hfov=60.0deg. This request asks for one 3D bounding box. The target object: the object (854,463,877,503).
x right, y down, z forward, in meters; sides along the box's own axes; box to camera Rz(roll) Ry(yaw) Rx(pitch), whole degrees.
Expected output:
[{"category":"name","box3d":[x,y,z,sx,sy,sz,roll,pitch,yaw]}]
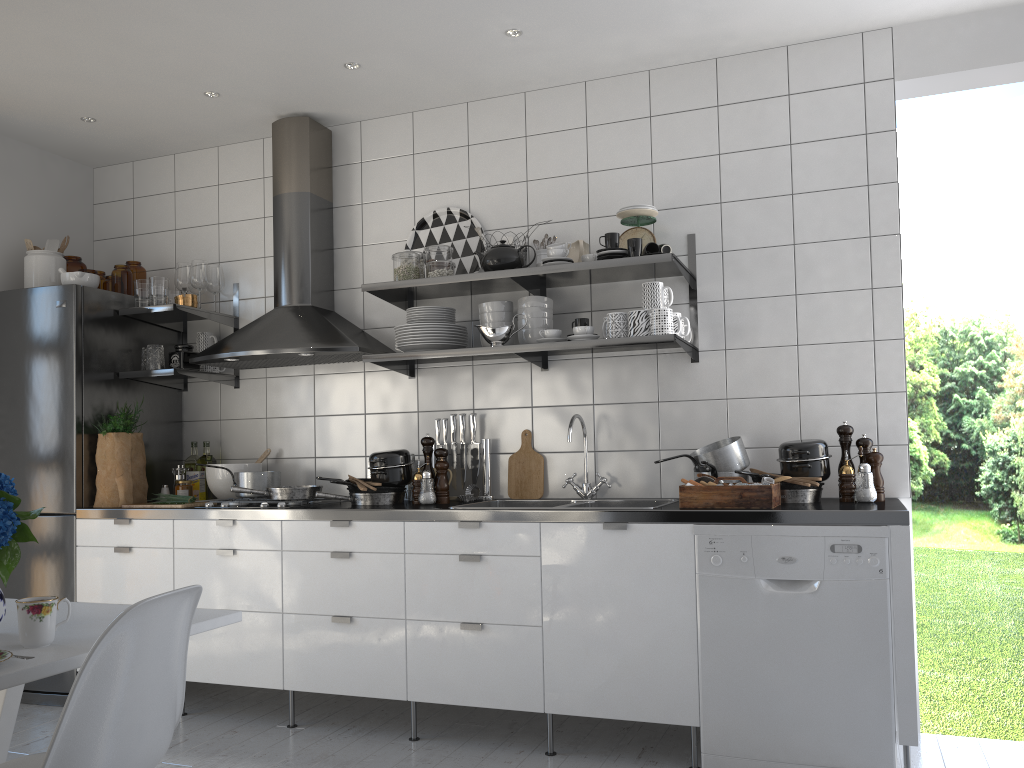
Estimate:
[{"category":"object","box3d":[1.207,0.337,3.030,0.069,0.135,0.069,-1,-3,1]}]

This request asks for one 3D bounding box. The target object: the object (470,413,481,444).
[{"category":"object","box3d":[-0.157,0.189,3.764,0.046,0.132,0.022,-2,-3,25]}]

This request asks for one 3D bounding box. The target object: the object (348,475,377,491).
[{"category":"object","box3d":[-0.602,0.394,3.545,0.059,0.060,0.335,0,-5,-21]}]

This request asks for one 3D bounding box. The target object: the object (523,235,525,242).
[{"category":"object","box3d":[0.035,-0.515,3.695,0.068,0.217,0.020,1,-3,-43]}]

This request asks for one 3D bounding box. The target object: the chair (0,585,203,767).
[{"category":"chair","box3d":[-0.850,0.776,1.620,0.542,0.799,0.465,-2,-3,10]}]

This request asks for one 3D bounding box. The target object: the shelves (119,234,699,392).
[{"category":"shelves","box3d":[-0.530,-0.292,3.754,2.541,0.511,0.427,-3,-4,21]}]

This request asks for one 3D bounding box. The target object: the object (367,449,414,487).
[{"category":"object","box3d":[-0.497,0.346,3.628,0.190,0.159,0.198,0,-4,-18]}]

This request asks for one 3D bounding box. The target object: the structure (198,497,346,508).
[{"category":"structure","box3d":[-1.012,0.499,3.784,0.467,0.029,0.491,-3,-5,21]}]

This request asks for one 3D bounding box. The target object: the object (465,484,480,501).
[{"category":"object","box3d":[-0.161,0.454,3.714,0.069,0.068,0.029,-3,-3,26]}]

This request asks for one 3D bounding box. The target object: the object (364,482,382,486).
[{"category":"object","box3d":[-0.575,0.406,3.572,0.065,0.021,0.337,0,-5,-15]}]

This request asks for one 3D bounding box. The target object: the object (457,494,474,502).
[{"category":"object","box3d":[-0.191,0.468,3.653,0.072,0.031,0.070,-3,-4,21]}]

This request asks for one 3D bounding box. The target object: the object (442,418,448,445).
[{"category":"object","box3d":[-0.286,0.205,3.814,0.028,0.114,0.019,-2,-2,16]}]

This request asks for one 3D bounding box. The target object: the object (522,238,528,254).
[{"category":"object","box3d":[0.035,-0.505,3.650,0.062,0.190,0.023,-1,-2,2]}]

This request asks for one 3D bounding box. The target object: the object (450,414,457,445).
[{"category":"object","box3d":[-0.249,0.194,3.800,0.033,0.132,0.022,-2,-3,25]}]

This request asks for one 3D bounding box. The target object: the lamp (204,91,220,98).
[{"category":"lamp","box3d":[-1.268,-1.233,3.741,0.064,0.030,0.064,-2,-4,13]}]

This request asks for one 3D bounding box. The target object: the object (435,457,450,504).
[{"category":"object","box3d":[-0.279,0.385,3.539,0.058,0.184,0.058,1,-3,-41]}]

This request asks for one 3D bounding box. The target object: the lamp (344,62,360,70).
[{"category":"lamp","box3d":[-0.631,-1.266,3.496,0.064,0.030,0.064,-2,-4,13]}]

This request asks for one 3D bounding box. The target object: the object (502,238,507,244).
[{"category":"object","box3d":[-0.029,-0.513,3.719,0.028,0.220,0.100,-1,-3,-8]}]

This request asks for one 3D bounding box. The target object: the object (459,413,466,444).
[{"category":"object","box3d":[-0.210,0.192,3.784,0.033,0.132,0.022,-2,-3,25]}]

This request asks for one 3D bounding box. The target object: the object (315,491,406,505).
[{"category":"object","box3d":[-0.610,0.461,3.629,0.351,0.060,0.232,-1,-4,-1]}]

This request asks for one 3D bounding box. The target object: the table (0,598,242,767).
[{"category":"table","box3d":[-1.357,0.843,1.443,0.814,0.659,1.829,-3,-4,21]}]

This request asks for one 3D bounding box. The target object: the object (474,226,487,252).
[{"category":"object","box3d":[-0.103,-0.530,3.651,0.113,0.249,0.021,-3,-3,26]}]

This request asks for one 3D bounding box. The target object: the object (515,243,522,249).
[{"category":"object","box3d":[0.012,-0.501,3.667,0.023,0.186,0.081,-3,-3,30]}]

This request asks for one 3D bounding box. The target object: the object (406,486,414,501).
[{"category":"object","box3d":[-0.418,0.465,3.776,0.066,0.067,0.053,0,-3,-18]}]

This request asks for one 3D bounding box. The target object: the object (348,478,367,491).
[{"category":"object","box3d":[-0.617,0.400,3.540,0.064,0.044,0.335,0,-4,-12]}]

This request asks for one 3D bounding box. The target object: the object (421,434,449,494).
[{"category":"object","box3d":[-0.315,0.343,3.621,0.123,0.282,0.061,-3,-3,26]}]

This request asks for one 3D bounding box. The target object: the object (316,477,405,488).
[{"category":"object","box3d":[-0.587,0.410,3.598,0.246,0.080,0.356,-4,-5,29]}]

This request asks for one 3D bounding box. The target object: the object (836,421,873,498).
[{"category":"object","box3d":[1.226,0.274,3.163,0.123,0.282,0.061,-3,-3,26]}]

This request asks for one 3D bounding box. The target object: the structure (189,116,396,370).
[{"category":"structure","box3d":[-1.002,-0.646,3.921,0.869,1.091,0.473,-2,-3,21]}]

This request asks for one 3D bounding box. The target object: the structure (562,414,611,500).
[{"category":"structure","box3d":[0.300,0.295,3.495,0.189,0.352,0.275,-1,-3,-3]}]

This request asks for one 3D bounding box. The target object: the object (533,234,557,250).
[{"category":"object","box3d":[0.136,-0.519,3.618,0.104,0.203,0.077,-2,-3,19]}]

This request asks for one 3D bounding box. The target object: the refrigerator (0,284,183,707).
[{"category":"refrigerator","box3d":[-2.017,0.501,4.153,0.576,1.797,0.695,-2,-3,21]}]

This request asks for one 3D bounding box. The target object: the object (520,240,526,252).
[{"category":"object","box3d":[0.017,-0.502,3.633,0.090,0.180,0.023,-1,-2,-6]}]

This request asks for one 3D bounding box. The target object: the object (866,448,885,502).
[{"category":"object","box3d":[1.263,0.316,3.081,0.058,0.184,0.058,1,-3,-41]}]

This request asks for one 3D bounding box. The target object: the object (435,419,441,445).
[{"category":"object","box3d":[-0.319,0.206,3.827,0.028,0.114,0.019,-2,-2,16]}]

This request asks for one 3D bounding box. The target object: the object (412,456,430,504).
[{"category":"object","box3d":[-0.361,0.384,3.549,0.080,0.192,0.058,-2,-2,10]}]

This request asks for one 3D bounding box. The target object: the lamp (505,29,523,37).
[{"category":"lamp","box3d":[0.007,-1.299,3.252,0.064,0.030,0.064,-2,-4,13]}]

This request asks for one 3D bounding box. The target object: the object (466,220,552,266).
[{"category":"object","box3d":[-0.018,-0.545,3.668,0.378,0.278,0.198,-1,-3,3]}]

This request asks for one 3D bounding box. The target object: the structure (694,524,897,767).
[{"category":"structure","box3d":[0.946,0.847,2.946,0.574,0.790,0.509,-2,-3,21]}]

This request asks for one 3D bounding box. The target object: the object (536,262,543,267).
[{"category":"object","box3d":[0.134,-0.447,3.476,0.079,0.047,0.082,-1,-4,-4]}]

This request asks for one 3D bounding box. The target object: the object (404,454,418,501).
[{"category":"object","box3d":[-0.460,0.406,3.877,0.101,0.201,0.081,-4,-3,41]}]

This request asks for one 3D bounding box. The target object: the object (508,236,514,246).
[{"category":"object","box3d":[0.000,-0.518,3.722,0.025,0.227,0.086,-1,-3,-10]}]

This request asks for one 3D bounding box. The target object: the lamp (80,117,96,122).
[{"category":"lamp","box3d":[-1.906,-1.200,3.985,0.064,0.030,0.064,-2,-4,13]}]

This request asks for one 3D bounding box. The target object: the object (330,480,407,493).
[{"category":"object","box3d":[-0.599,0.424,3.602,0.347,0.082,0.244,1,-5,-28]}]

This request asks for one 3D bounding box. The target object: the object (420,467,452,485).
[{"category":"object","box3d":[-0.326,0.420,3.721,0.115,0.144,0.127,1,-4,-30]}]

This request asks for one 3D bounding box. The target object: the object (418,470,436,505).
[{"category":"object","box3d":[-0.334,0.407,3.488,0.069,0.135,0.069,-1,-3,1]}]

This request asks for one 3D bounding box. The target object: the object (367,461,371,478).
[{"category":"object","box3d":[-0.577,0.408,3.870,0.101,0.201,0.081,-2,-3,11]}]

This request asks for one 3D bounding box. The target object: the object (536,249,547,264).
[{"category":"object","box3d":[0.139,-0.478,3.603,0.084,0.130,0.084,-1,-3,-1]}]

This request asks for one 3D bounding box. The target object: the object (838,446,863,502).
[{"category":"object","box3d":[1.181,0.314,3.092,0.080,0.192,0.058,-2,-2,10]}]

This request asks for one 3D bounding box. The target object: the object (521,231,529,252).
[{"category":"object","box3d":[0.032,-0.522,3.674,0.085,0.226,0.027,-1,-2,4]}]

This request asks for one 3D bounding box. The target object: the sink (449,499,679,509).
[{"category":"sink","box3d":[0.203,0.499,3.298,0.766,0.111,0.488,-3,-5,21]}]

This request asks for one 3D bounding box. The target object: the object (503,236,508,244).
[{"category":"object","box3d":[-0.029,-0.518,3.740,0.029,0.232,0.063,-2,-2,9]}]

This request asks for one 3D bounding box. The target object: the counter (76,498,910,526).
[{"category":"counter","box3d":[-0.224,0.494,3.490,3.240,0.045,0.651,-3,-5,21]}]

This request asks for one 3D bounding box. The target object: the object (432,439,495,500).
[{"category":"object","box3d":[-0.227,0.368,3.786,0.322,0.260,0.067,-3,-3,21]}]

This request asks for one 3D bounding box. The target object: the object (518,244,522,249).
[{"category":"object","box3d":[-0.003,-0.501,3.685,0.029,0.187,0.153,-3,-3,34]}]
